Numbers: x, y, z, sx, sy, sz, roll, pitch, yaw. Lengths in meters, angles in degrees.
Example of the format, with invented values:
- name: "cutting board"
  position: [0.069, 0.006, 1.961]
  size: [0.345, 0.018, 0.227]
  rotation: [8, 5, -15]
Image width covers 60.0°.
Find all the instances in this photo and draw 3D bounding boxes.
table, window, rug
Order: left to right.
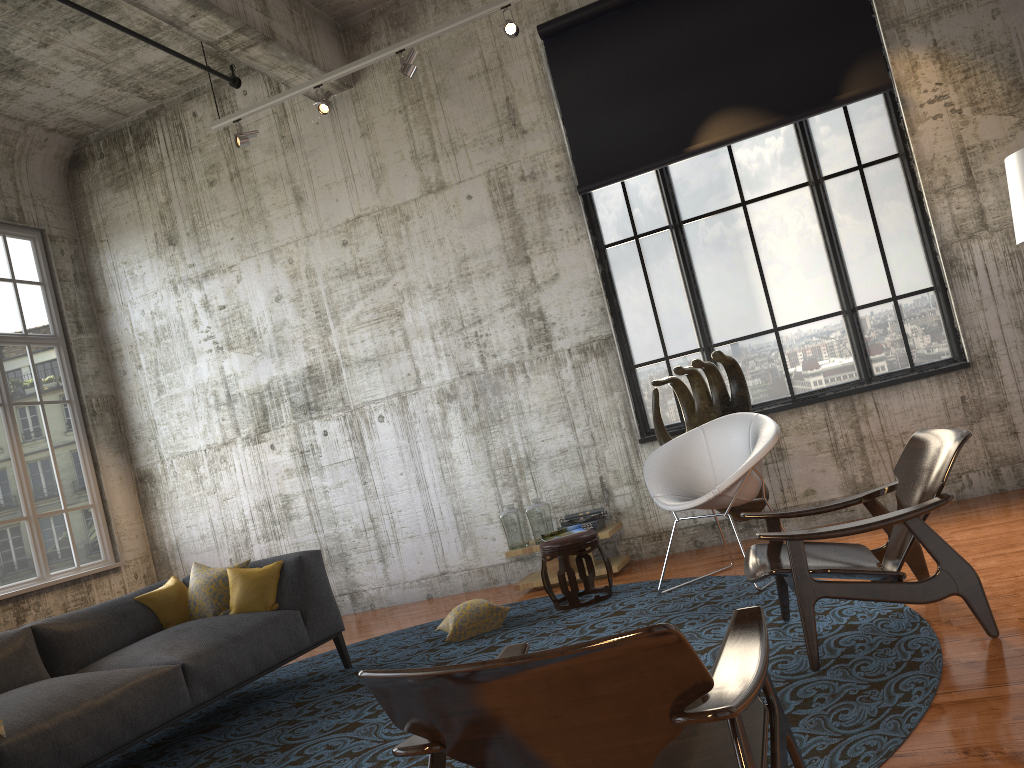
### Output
- name: "window"
  position: [-4.972, 0.167, 6.723]
  size: [0.051, 3.431, 4.278]
  rotation: [-14, -3, 19]
- name: "rug"
  position: [-0.475, 1.638, 4.419]
  size: [4.833, 0.009, 4.866]
  rotation: [-12, -4, -25]
- name: "table"
  position: [0.463, 1.413, 7.173]
  size: [0.877, 0.358, 0.474]
  rotation: [-15, -3, 19]
- name: "window"
  position: [1.832, -1.473, 7.047]
  size: [2.586, 3.431, 0.050]
  rotation: [-15, -2, 19]

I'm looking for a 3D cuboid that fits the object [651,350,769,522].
- name: "object"
  position: [1.484, 0.442, 6.668]
  size: [0.730, 1.295, 0.455]
  rotation: [-15, -3, 31]

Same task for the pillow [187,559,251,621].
- name: "pillow"
  position: [-1.923, 1.347, 5.689]
  size: [0.538, 0.445, 0.259]
  rotation: [-15, -3, 26]

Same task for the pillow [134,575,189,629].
- name: "pillow"
  position: [-2.169, 1.424, 5.654]
  size: [0.229, 0.371, 0.404]
  rotation: [-15, -3, 28]

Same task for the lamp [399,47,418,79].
- name: "lamp"
  position: [-0.788, -2.420, 6.732]
  size: [0.183, 0.240, 0.102]
  rotation: [-14, -2, 14]

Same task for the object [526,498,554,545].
- name: "object"
  position: [0.232, 1.099, 7.125]
  size: [0.163, 0.361, 0.162]
  rotation: [-15, -2, 22]

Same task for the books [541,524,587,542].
- name: "books"
  position: [0.363, 1.050, 6.247]
  size: [0.300, 0.043, 0.229]
  rotation: [-13, -4, -7]

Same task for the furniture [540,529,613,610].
- name: "furniture"
  position: [0.444, 1.286, 6.202]
  size: [0.431, 0.476, 0.433]
  rotation: [-12, -3, -26]

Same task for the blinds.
- name: "blinds"
  position: [1.503, -2.559, 6.922]
  size: [2.449, 1.462, 0.150]
  rotation: [-15, -2, 20]

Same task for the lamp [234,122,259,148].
- name: "lamp"
  position: [-2.201, -2.038, 7.263]
  size: [0.260, 0.211, 0.102]
  rotation: [-12, -3, -36]

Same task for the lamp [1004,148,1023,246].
- name: "lamp"
  position: [3.772, -0.466, 5.695]
  size: [0.697, 2.240, 0.705]
  rotation: [-16, -3, 42]

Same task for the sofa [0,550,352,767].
- name: "sofa"
  position: [-2.248, 1.659, 4.751]
  size: [1.366, 0.860, 3.000]
  rotation: [-15, -4, 21]

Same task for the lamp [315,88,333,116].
- name: "lamp"
  position: [-1.483, -2.228, 7.018]
  size: [0.102, 0.228, 0.198]
  rotation: [-15, -3, 29]

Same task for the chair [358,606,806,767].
- name: "chair"
  position: [0.228, 0.907, 2.199]
  size: [0.877, 0.792, 1.042]
  rotation: [-15, -3, 20]

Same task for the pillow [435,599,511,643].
- name: "pillow"
  position: [-0.262, 1.600, 6.056]
  size: [0.503, 0.247, 0.482]
  rotation: [-13, -3, -15]

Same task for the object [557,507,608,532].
- name: "object"
  position: [0.541, 1.126, 7.106]
  size: [0.424, 0.153, 0.381]
  rotation: [-15, -4, 19]

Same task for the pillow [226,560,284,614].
- name: "pillow"
  position: [-1.629, 1.285, 5.551]
  size: [0.434, 0.318, 0.169]
  rotation: [-13, -2, -6]

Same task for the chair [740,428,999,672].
- name: "chair"
  position: [1.554, 0.702, 3.959]
  size: [1.044, 0.792, 0.875]
  rotation: [-14, -3, 9]

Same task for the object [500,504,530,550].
- name: "object"
  position: [0.021, 1.156, 7.202]
  size: [0.163, 0.361, 0.163]
  rotation: [-14, -2, 17]

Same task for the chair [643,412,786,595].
- name: "chair"
  position: [1.328, 0.751, 5.710]
  size: [0.804, 1.029, 1.062]
  rotation: [-12, -3, -31]

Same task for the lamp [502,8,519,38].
- name: "lamp"
  position: [-0.011, -2.626, 6.472]
  size: [0.102, 0.211, 0.260]
  rotation: [-14, -3, 14]

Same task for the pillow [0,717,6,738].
- name: "pillow"
  position: [-2.365, 1.321, 3.699]
  size: [0.538, 0.445, 0.259]
  rotation: [-15, -3, 26]
